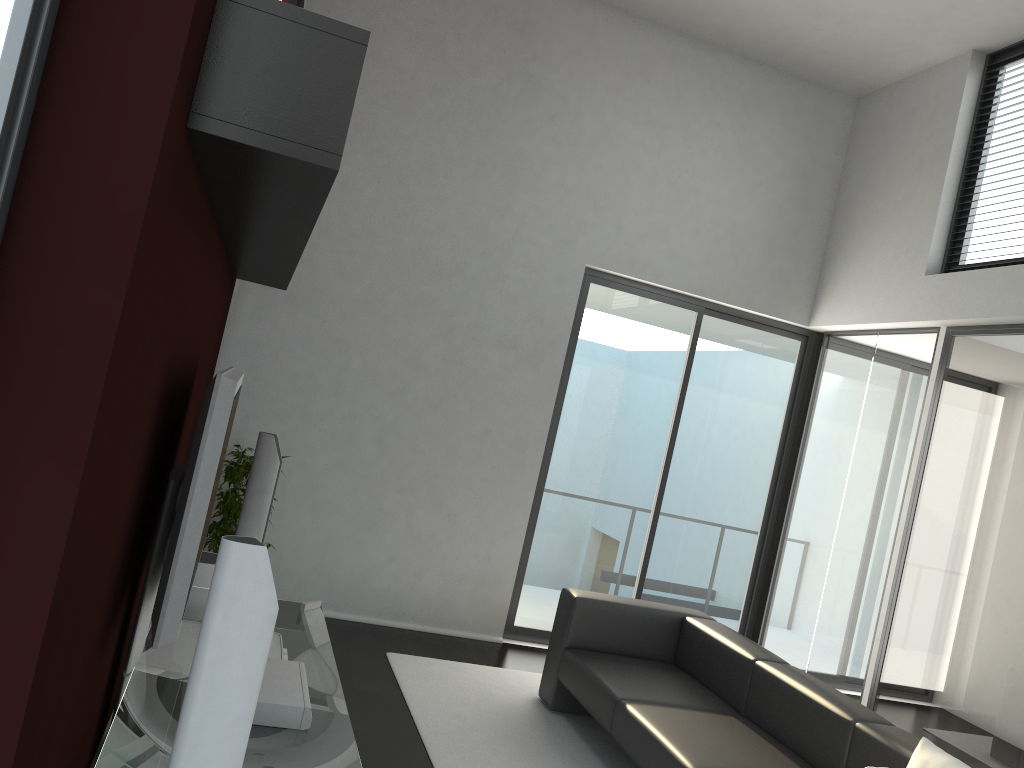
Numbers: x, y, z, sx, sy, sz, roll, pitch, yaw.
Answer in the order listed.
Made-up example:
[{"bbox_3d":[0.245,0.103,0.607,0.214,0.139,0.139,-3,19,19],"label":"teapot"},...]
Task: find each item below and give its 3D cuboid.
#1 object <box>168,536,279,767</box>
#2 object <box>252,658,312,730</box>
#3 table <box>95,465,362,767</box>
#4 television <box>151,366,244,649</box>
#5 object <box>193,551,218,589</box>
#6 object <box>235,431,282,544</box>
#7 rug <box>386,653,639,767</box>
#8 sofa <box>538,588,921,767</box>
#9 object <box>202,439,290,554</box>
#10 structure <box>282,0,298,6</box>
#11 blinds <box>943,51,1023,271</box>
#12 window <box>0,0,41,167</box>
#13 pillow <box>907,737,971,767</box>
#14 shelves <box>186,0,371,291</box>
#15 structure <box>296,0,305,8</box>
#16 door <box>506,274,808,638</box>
[{"bbox_3d":[-0.693,0.910,1.970,0.215,1.141,0.228,14,-2,-31],"label":"object"},{"bbox_3d":[-0.832,1.043,3.028,0.273,0.073,0.439,13,-2,-16],"label":"object"},{"bbox_3d":[-0.998,0.932,3.316,0.771,1.093,2.046,13,-2,-16],"label":"table"},{"bbox_3d":[-1.123,0.341,3.235,0.099,0.807,1.436,13,-2,-16],"label":"television"},{"bbox_3d":[-1.573,1.120,4.416,0.323,0.518,0.286,13,-2,-16],"label":"object"},{"bbox_3d":[-1.424,0.833,4.826,0.215,1.141,0.228,13,-2,-1],"label":"object"},{"bbox_3d":[0.623,1.871,3.794,1.875,0.009,3.695,13,-2,-16],"label":"rug"},{"bbox_3d":[1.014,1.611,3.910,0.943,0.652,2.781,13,-2,-16],"label":"sofa"},{"bbox_3d":[-1.641,0.859,5.245,0.507,1.068,0.599,14,-2,-31],"label":"object"},{"bbox_3d":[-0.873,-1.638,3.532,0.055,0.676,0.678,13,-2,-16],"label":"structure"},{"bbox_3d":[3.072,-1.370,5.174,0.048,1.372,1.076,13,-2,-16],"label":"blinds"},{"bbox_3d":[-0.602,-0.797,1.024,0.025,4.400,0.800,13,-2,-16],"label":"window"},{"bbox_3d":[1.451,1.454,3.040,0.169,0.361,0.376,13,-2,-14],"label":"pillow"},{"bbox_3d":[-0.495,-0.623,1.892,0.305,0.301,6.988,13,-2,-16],"label":"shelves"},{"bbox_3d":[-1.178,-1.674,4.596,0.055,0.676,0.678,13,-2,-16],"label":"structure"},{"bbox_3d":[1.125,0.690,6.588,1.900,2.600,0.050,13,-2,-16],"label":"door"}]
